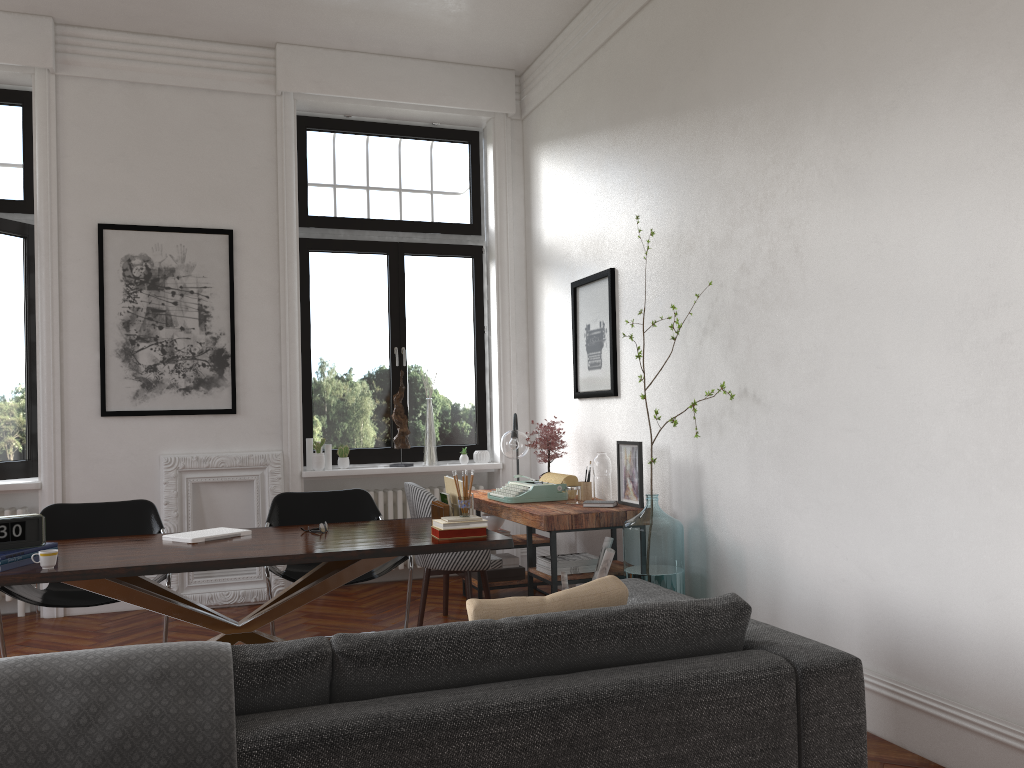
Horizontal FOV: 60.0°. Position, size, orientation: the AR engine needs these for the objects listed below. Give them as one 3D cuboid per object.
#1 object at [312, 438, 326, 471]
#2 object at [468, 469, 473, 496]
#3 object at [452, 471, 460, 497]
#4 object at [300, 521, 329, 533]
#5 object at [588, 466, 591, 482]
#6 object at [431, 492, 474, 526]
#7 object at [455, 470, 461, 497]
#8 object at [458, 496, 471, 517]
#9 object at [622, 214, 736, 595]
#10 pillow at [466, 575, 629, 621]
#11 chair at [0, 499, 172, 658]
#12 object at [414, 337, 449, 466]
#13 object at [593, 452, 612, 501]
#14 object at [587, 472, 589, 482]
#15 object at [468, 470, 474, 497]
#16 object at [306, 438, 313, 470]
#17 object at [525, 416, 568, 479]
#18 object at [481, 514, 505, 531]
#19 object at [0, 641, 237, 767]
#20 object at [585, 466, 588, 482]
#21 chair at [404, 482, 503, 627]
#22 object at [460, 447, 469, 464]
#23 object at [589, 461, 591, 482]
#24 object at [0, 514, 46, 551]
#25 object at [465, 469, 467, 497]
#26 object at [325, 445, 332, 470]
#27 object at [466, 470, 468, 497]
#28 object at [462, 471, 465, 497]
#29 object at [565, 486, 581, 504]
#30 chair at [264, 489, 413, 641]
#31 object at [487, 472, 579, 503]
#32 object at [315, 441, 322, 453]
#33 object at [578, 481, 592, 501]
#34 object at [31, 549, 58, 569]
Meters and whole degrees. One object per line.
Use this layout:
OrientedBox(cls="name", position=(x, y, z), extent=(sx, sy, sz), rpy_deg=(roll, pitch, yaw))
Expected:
OrientedBox(cls="object", position=(-1.439, 0.522, 6.591), extent=(0.102, 0.244, 0.098), rpy_deg=(0, -1, -42))
OrientedBox(cls="object", position=(-0.191, 0.483, 4.003), extent=(0.038, 0.195, 0.008), rpy_deg=(-1, -1, 7))
OrientedBox(cls="object", position=(-0.242, 0.485, 3.984), extent=(0.049, 0.193, 0.008), rpy_deg=(-1, -1, -15))
OrientedBox(cls="object", position=(-0.914, 0.676, 4.196), extent=(0.133, 0.047, 0.114), rpy_deg=(-3, -2, 34))
OrientedBox(cls="object", position=(0.473, 0.612, 5.484), extent=(0.008, 0.207, 0.054), rpy_deg=(-1, -1, -37))
OrientedBox(cls="object", position=(-0.287, 0.602, 4.245), extent=(0.149, 0.166, 0.228), rpy_deg=(-1, -2, -20))
OrientedBox(cls="object", position=(-0.238, 0.486, 4.011), extent=(0.049, 0.193, 0.008), rpy_deg=(-2, -1, 40))
OrientedBox(cls="object", position=(-0.214, 0.551, 3.992), extent=(0.058, 0.091, 0.058), rpy_deg=(-1, -1, -33))
OrientedBox(cls="object", position=(0.842, 0.098, 4.508), extent=(0.353, 2.057, 0.808), rpy_deg=(-1, -1, -39))
OrientedBox(cls="pillow", position=(0.090, 0.772, 2.470), extent=(0.486, 0.460, 0.225), rpy_deg=(-1, -1, -20))
OrientedBox(cls="chair", position=(-2.088, 1.051, 4.427), extent=(0.752, 0.872, 0.746), rpy_deg=(-1, -1, -19))
OrientedBox(cls="object", position=(-0.595, 0.113, 6.924), extent=(0.295, 1.053, 0.289), rpy_deg=(-1, -1, -17))
OrientedBox(cls="object", position=(0.537, 0.558, 5.276), extent=(0.111, 0.302, 0.111), rpy_deg=(-2, -1, 17))
OrientedBox(cls="object", position=(0.469, 0.614, 5.508), extent=(0.054, 0.207, 0.008), rpy_deg=(-1, -1, -32))
OrientedBox(cls="object", position=(-0.188, 0.483, 3.991), extent=(0.044, 0.194, 0.008), rpy_deg=(-1, -1, 11))
OrientedBox(cls="object", position=(-1.523, 0.529, 6.673), extent=(0.051, 0.238, 0.051), rpy_deg=(-2, -1, 15))
OrientedBox(cls="object", position=(0.242, 0.478, 6.068), extent=(0.290, 0.528, 0.308), rpy_deg=(-2, -1, 25))
OrientedBox(cls="object", position=(-0.130, 0.974, 6.237), extent=(0.173, 0.110, 0.173), rpy_deg=(-2, -2, 17))
OrientedBox(cls="object", position=(-0.944, 0.757, 1.761), extent=(0.752, 0.387, 0.400), rpy_deg=(-1, -2, -19))
OrientedBox(cls="object", position=(0.456, 0.614, 5.507), extent=(0.008, 0.207, 0.054), rpy_deg=(-2, -1, 36))
OrientedBox(cls="chair", position=(-0.371, 1.040, 5.425), extent=(0.547, 0.899, 0.716), rpy_deg=(-1, -1, -27))
OrientedBox(cls="object", position=(-0.379, 0.566, 7.009), extent=(0.072, 0.134, 0.072), rpy_deg=(-1, -1, 6))
OrientedBox(cls="object", position=(0.479, 0.596, 5.496), extent=(0.028, 0.239, 0.023), rpy_deg=(-1, -1, -22))
OrientedBox(cls="object", position=(-1.945, 0.573, 3.397), extent=(0.082, 0.125, 0.275), rpy_deg=(-2, -2, 44))
OrientedBox(cls="object", position=(-0.211, 0.483, 4.019), extent=(0.008, 0.195, 0.032), rpy_deg=(-2, -1, 24))
OrientedBox(cls="object", position=(-1.383, 0.551, 6.677), extent=(0.051, 0.188, 0.051), rpy_deg=(-2, -1, 15))
OrientedBox(cls="object", position=(-0.202, 0.482, 3.970), extent=(0.008, 0.195, 0.037), rpy_deg=(-1, -1, -7))
OrientedBox(cls="object", position=(-0.215, 0.484, 3.965), extent=(0.008, 0.193, 0.049), rpy_deg=(-1, -1, 4))
OrientedBox(cls="object", position=(0.367, 0.663, 5.305), extent=(0.093, 0.101, 0.093), rpy_deg=(-1, -2, -28))
OrientedBox(cls="chair", position=(-0.979, 1.040, 4.820), extent=(0.752, 0.872, 0.746), rpy_deg=(-1, -1, -19))
OrientedBox(cls="object", position=(0.109, 0.653, 5.660), extent=(0.484, 0.149, 0.535), rpy_deg=(-1, -2, -21))
OrientedBox(cls="object", position=(-1.453, 0.540, 6.677), extent=(0.051, 0.213, 0.051), rpy_deg=(-2, -1, 15))
OrientedBox(cls="object", position=(0.453, 0.662, 5.488), extent=(0.058, 0.113, 0.075), rpy_deg=(-1, -1, -20))
OrientedBox(cls="object", position=(-1.734, 0.653, 3.300), extent=(0.082, 0.065, 0.064), rpy_deg=(-1, -1, 1))
